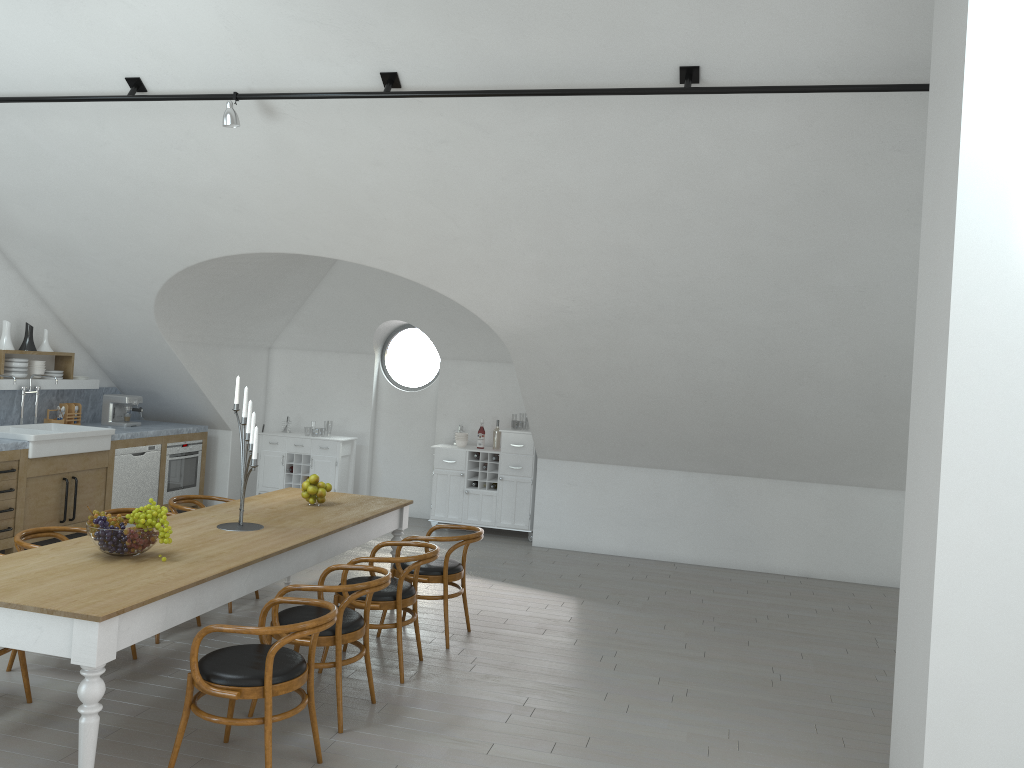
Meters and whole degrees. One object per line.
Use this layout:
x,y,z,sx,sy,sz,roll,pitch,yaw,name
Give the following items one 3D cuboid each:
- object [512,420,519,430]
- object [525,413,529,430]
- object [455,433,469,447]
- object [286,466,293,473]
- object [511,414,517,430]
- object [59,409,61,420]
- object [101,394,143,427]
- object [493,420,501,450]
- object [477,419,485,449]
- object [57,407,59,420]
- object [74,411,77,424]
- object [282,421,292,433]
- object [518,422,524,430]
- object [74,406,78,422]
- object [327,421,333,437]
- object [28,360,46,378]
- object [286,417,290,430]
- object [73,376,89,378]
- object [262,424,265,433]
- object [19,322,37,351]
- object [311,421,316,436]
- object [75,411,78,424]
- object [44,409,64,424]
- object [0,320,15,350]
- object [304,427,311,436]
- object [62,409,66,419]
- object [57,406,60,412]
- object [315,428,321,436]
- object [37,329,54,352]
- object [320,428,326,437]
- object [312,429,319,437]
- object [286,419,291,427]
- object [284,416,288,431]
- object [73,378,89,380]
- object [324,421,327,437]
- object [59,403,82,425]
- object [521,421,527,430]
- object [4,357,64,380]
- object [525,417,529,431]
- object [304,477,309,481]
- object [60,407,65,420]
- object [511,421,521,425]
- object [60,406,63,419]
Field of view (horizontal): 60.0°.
0.038,0.449,9.580,0.081,0.105,0.082,4,0,-38,object
0.168,0.413,9.785,0.063,0.187,0.063,4,0,0,object
-0.559,0.619,9.809,0.154,0.160,0.157,4,0,42,object
-2.465,0.966,10.032,0.082,0.085,0.317,4,1,15,object
0.023,0.414,9.660,0.048,0.169,0.048,4,-1,-43,object
-4.435,0.327,8.686,0.019,0.179,0.044,4,-1,-21,object
-4.012,0.281,9.259,0.387,0.320,0.324,4,0,14,object
-0.164,0.560,9.732,0.085,0.331,0.085,4,-1,-27,object
-0.337,0.549,9.782,0.081,0.330,0.081,4,-1,10,object
-4.451,0.317,8.696,0.019,0.196,0.022,4,-1,2,object
-4.393,0.316,8.931,0.020,0.196,0.018,3,-1,36,object
-2.626,0.500,10.331,0.101,0.138,0.067,4,0,14,object
0.086,0.461,9.651,0.077,0.085,0.077,4,0,22,object
-4.387,0.314,8.915,0.040,0.192,0.042,4,-1,-26,object
-2.072,0.512,10.064,0.063,0.187,0.063,4,0,-1,object
-4.520,-0.143,8.430,0.154,0.160,0.157,4,0,42,object
-2.605,0.468,10.317,0.039,0.164,0.024,3,-1,27,object
-4.415,-0.064,9.014,0.213,0.025,0.213,4,1,2,object
-2.859,0.590,10.136,0.088,0.269,0.029,3,-1,41,object
-4.559,-0.447,8.362,0.156,0.268,0.156,4,0,18,object
-2.263,0.509,10.078,0.048,0.169,0.048,4,-1,2,object
-4.395,0.316,8.942,0.019,0.196,0.022,4,-1,15,object
-4.478,0.330,8.673,0.100,0.171,0.173,4,0,16,object
-4.626,-0.447,8.108,0.156,0.268,0.156,4,0,3,object
-2.309,0.539,10.009,0.082,0.105,0.081,4,0,27,object
-4.422,0.327,8.722,0.044,0.179,0.019,4,-1,-1,object
-4.464,0.312,8.720,0.040,0.192,0.042,4,-1,-38,object
-2.199,0.550,10.114,0.094,0.093,0.093,4,0,2,object
-4.515,-0.424,8.582,0.156,0.218,0.156,4,0,-5,object
-2.143,0.552,10.041,0.071,0.099,0.071,4,0,37,object
-2.225,0.554,10.025,0.077,0.085,0.077,4,0,2,object
-2.622,0.480,10.339,0.097,0.137,0.029,4,-1,17,object
-2.632,0.464,10.339,0.039,0.175,0.054,4,-1,14,object
-4.415,-0.055,9.014,0.213,0.025,0.213,4,1,2,object
-2.119,0.512,10.107,0.054,0.179,0.054,4,0,-9,object
-4.433,0.303,8.892,0.104,0.223,0.200,4,0,14,object
0.133,0.456,9.720,0.071,0.099,0.071,4,0,22,object
-4.544,-0.142,8.435,0.198,0.196,0.656,4,1,14,object
0.166,0.435,9.627,0.046,0.143,0.046,3,-1,25,object
-2.270,1.081,10.019,0.082,0.083,0.317,4,1,14,object
-4.416,0.316,8.708,0.040,0.192,0.042,4,-1,-39,object
0.042,0.452,9.733,0.094,0.093,0.093,3,0,-43,object
-4.435,0.318,8.712,0.023,0.196,0.018,4,-1,9,object
